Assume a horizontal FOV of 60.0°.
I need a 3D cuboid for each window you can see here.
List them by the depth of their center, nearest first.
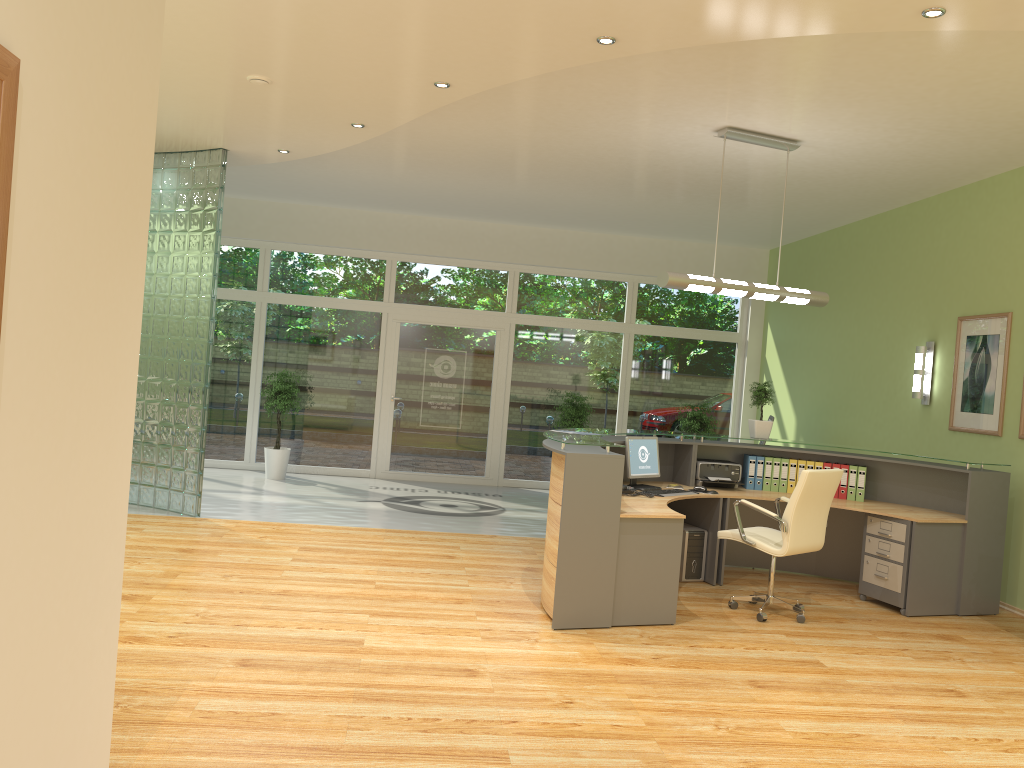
[{"bbox_3d":[-1.488,-0.227,11.833,9.401,3.000,0.092,4,1,-6],"label":"window"}]

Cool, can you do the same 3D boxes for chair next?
[{"bbox_3d":[1.842,1.078,6.171,0.584,1.048,0.652,4,1,-43],"label":"chair"}]

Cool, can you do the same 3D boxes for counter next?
[{"bbox_3d":[1.700,0.882,6.806,3.444,0.018,1.723,4,1,-21],"label":"counter"},{"bbox_3d":[1.710,0.484,6.854,3.674,0.078,1.837,4,1,-21],"label":"counter"}]

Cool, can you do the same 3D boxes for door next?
[{"bbox_3d":[-0.925,0.218,11.898,1.500,2.200,0.218,4,1,-6],"label":"door"}]

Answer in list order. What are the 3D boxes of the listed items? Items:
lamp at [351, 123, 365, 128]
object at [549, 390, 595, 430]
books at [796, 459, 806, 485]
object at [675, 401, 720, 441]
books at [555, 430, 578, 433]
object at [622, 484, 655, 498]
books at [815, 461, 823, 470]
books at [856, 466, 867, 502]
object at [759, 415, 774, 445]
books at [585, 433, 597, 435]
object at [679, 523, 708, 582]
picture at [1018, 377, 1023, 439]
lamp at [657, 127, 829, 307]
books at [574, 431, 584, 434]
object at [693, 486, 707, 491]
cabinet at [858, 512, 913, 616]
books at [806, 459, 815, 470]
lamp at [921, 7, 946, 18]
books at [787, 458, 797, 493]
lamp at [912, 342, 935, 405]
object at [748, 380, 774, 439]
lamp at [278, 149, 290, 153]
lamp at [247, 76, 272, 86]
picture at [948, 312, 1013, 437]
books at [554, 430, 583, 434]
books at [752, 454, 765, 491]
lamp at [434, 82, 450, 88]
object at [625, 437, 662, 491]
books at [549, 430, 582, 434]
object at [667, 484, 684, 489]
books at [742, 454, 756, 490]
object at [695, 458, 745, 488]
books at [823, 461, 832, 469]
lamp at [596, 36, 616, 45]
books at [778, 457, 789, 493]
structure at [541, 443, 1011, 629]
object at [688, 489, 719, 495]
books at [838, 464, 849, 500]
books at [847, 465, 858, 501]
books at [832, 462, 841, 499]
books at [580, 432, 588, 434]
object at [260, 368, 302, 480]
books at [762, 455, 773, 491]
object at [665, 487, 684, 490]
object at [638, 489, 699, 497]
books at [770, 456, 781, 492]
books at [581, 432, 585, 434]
[{"bbox_3d":[-1.192,-1.998,6.861,0.105,0.011,0.105,4,1,-36],"label":"lamp"},{"bbox_3d":[0.763,0.769,11.410,0.590,1.376,0.503,4,1,-36],"label":"object"},{"bbox_3d":[2.449,0.782,7.518,0.063,0.282,0.231,5,1,18],"label":"books"},{"bbox_3d":[2.402,0.896,11.612,0.590,1.376,0.503,5,1,29],"label":"object"},{"bbox_3d":[0.416,0.346,6.403,0.150,0.004,0.210,4,1,-21],"label":"books"},{"bbox_3d":[0.833,0.767,6.498,0.411,0.081,0.279,5,1,44],"label":"object"},{"bbox_3d":[2.559,0.791,7.478,0.062,0.282,0.233,5,1,8],"label":"books"},{"bbox_3d":[2.905,0.820,7.306,0.063,0.282,0.231,5,1,36],"label":"books"},{"bbox_3d":[2.831,0.996,9.991,0.606,1.285,0.848,5,1,14],"label":"object"},{"bbox_3d":[0.505,0.354,6.397,0.150,0.004,0.210,5,1,29],"label":"books"},{"bbox_3d":[1.353,1.347,7.189,0.200,0.411,0.478,4,1,-21],"label":"object"},{"bbox_3d":[4.005,-0.066,6.524,0.025,1.000,0.700,4,1,-6],"label":"picture"},{"bbox_3d":[1.846,-1.288,6.843,1.470,1.249,0.197,4,1,-21],"label":"lamp"},{"bbox_3d":[0.434,0.348,6.408,0.150,0.004,0.210,4,1,-11],"label":"books"},{"bbox_3d":[1.496,0.830,7.048,0.104,0.035,0.059,5,1,24],"label":"object"},{"bbox_3d":[2.987,1.341,6.700,0.502,0.692,0.463,4,1,-21],"label":"cabinet"},{"bbox_3d":[2.494,0.786,7.500,0.062,0.282,0.233,5,1,8],"label":"books"},{"bbox_3d":[1.955,-1.719,4.113,0.105,0.011,0.105,4,1,-16],"label":"lamp"},{"bbox_3d":[2.381,0.776,7.537,0.063,0.282,0.231,5,1,17],"label":"books"},{"bbox_3d":[3.773,-0.103,8.149,0.142,0.580,0.134,4,1,-6],"label":"lamp"},{"bbox_3d":[2.157,0.217,7.675,0.230,0.507,0.216,5,1,20],"label":"object"},{"bbox_3d":[-2.040,-2.076,7.922,0.105,0.011,0.105,5,1,10],"label":"lamp"},{"bbox_3d":[-1.689,-2.020,5.930,0.167,0.024,0.167,5,1,33],"label":"lamp"},{"bbox_3d":[3.909,-0.084,7.429,0.025,1.000,0.700,4,1,-6],"label":"picture"},{"bbox_3d":[0.400,0.345,6.395,0.150,0.004,0.210,4,1,-31],"label":"books"},{"bbox_3d":[2.066,0.751,7.574,0.062,0.282,0.233,4,1,-10],"label":"books"},{"bbox_3d":[-0.451,-1.927,5.720,0.105,0.011,0.105,5,1,41],"label":"lamp"},{"bbox_3d":[1.032,0.616,6.919,0.206,0.405,0.411,5,1,44],"label":"object"},{"bbox_3d":[0.385,0.344,6.384,0.150,0.004,0.210,4,1,-41],"label":"books"},{"bbox_3d":[1.319,0.825,7.157,0.132,0.026,0.132,5,1,17],"label":"object"},{"bbox_3d":[1.998,0.746,7.575,0.062,0.282,0.233,4,1,-10],"label":"books"},{"bbox_3d":[1.732,0.759,7.430,0.397,0.217,0.458,4,1,-6],"label":"object"},{"bbox_3d":[2.655,0.799,7.443,0.063,0.282,0.231,5,1,28],"label":"books"},{"bbox_3d":[0.505,-1.841,4.758,0.105,0.011,0.105,4,1,-27],"label":"lamp"},{"bbox_3d":[2.311,0.771,7.551,0.063,0.282,0.231,5,1,15],"label":"books"},{"bbox_3d":[1.666,1.046,6.861,3.673,1.049,1.837,4,1,-21],"label":"structure"},{"bbox_3d":[1.517,0.842,7.026,0.248,0.027,0.219,5,1,20],"label":"object"},{"bbox_3d":[2.760,0.808,7.390,0.062,0.282,0.233,5,1,18],"label":"books"},{"bbox_3d":[2.846,0.815,7.344,0.063,0.282,0.231,5,1,35],"label":"books"},{"bbox_3d":[2.718,0.804,7.415,0.063,0.282,0.231,5,1,28],"label":"books"},{"bbox_3d":[0.470,0.351,6.409,0.150,0.004,0.210,5,1,9],"label":"books"},{"bbox_3d":[-2.906,0.485,11.033,0.503,1.376,0.590,4,1,-26],"label":"object"},{"bbox_3d":[2.145,0.757,7.573,0.062,0.282,0.233,4,1,-5],"label":"books"},{"bbox_3d":[1.291,0.832,7.079,0.158,0.011,0.011,5,1,20],"label":"object"},{"bbox_3d":[1.202,0.827,6.762,0.215,0.015,0.526,5,1,44],"label":"object"},{"bbox_3d":[2.210,0.763,7.564,0.062,0.282,0.233,4,1,-5],"label":"books"},{"bbox_3d":[0.452,0.349,6.410,0.150,0.004,0.210,4,1,-1],"label":"books"}]
